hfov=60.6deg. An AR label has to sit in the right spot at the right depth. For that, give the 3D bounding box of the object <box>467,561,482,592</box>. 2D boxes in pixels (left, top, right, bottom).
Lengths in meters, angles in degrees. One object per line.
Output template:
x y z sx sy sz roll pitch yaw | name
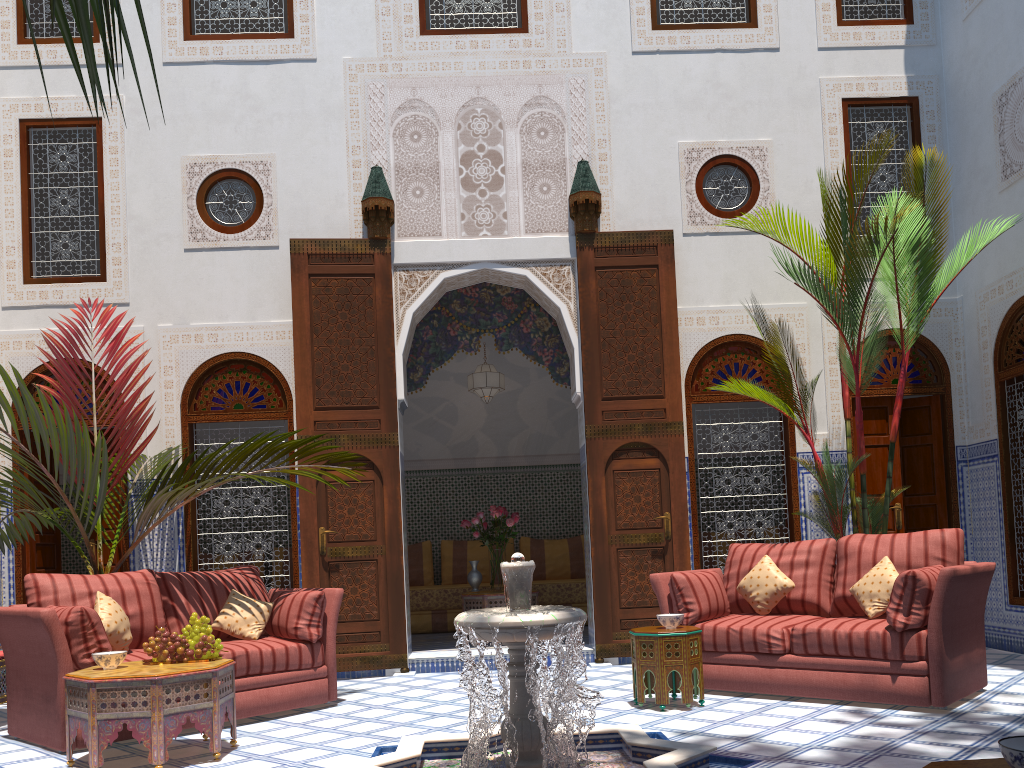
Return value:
-0.259 1.337 6.096 0.106 0.211 0.107 -3 -4 3 | object

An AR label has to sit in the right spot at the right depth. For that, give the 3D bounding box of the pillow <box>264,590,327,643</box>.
-1.031 1.097 4.153 0.400 0.241 0.188 -11 -10 43 | pillow

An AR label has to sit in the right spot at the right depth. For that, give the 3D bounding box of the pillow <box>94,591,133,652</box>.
-1.647 0.988 3.617 0.133 0.271 0.308 -2 -7 -2 | pillow

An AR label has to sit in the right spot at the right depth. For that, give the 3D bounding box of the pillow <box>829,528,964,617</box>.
1.700 0.853 3.887 0.565 0.398 0.306 -9 -8 39 | pillow

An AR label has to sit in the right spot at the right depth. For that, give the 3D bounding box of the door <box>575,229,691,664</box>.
0.712 0.355 5.107 0.583 2.499 0.124 -2 -2 -2 | door

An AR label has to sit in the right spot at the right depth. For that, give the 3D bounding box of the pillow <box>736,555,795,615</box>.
1.181 0.941 4.107 0.131 0.275 0.305 0 -7 -37 | pillow

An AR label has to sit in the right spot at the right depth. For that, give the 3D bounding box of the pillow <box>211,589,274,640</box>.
-1.258 1.077 4.094 0.266 0.234 0.148 -3 -5 -1 | pillow

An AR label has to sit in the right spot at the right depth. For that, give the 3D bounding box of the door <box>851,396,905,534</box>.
2.193 0.807 5.229 0.286 1.453 0.124 -2 -2 -2 | door

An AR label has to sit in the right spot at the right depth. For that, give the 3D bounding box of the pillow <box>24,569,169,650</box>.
-1.805 1.009 3.819 0.293 0.387 0.584 -7 -9 42 | pillow

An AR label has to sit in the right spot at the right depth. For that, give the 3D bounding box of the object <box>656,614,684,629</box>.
0.678 1.014 3.743 0.118 0.056 0.120 -4 -9 10 | object

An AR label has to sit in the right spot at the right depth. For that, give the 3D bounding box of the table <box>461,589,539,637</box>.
-0.079 1.610 6.113 0.537 0.320 0.546 -2 -9 -2 | table

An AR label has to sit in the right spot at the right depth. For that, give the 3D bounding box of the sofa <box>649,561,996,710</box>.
1.398 1.100 3.965 1.376 0.536 0.735 -12 -12 42 | sofa

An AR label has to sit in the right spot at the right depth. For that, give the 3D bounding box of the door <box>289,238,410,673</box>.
-0.930 0.412 5.022 0.582 2.499 0.124 -2 -2 -7 | door

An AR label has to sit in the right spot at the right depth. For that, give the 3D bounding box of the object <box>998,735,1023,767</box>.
0.725 0.515 1.183 0.118 0.056 0.120 -4 -9 10 | object

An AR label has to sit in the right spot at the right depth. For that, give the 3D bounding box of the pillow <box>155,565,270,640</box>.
-1.426 1.070 4.236 0.323 0.371 0.563 -8 -10 43 | pillow

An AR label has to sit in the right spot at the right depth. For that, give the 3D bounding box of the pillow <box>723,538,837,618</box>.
1.292 0.953 4.266 0.588 0.376 0.302 -10 -9 42 | pillow

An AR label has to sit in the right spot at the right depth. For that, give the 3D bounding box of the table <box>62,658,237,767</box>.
-1.291 1.180 3.157 0.537 0.320 0.546 -2 -9 -2 | table

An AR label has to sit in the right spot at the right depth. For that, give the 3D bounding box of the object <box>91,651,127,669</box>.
-1.448 0.996 3.153 0.119 0.056 0.119 -9 -11 35 | object

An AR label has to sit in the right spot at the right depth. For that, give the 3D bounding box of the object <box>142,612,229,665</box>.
-1.230 0.982 3.297 0.305 0.237 0.220 0 -7 -22 | object

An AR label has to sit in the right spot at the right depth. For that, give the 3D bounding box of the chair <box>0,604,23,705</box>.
-2.552 1.139 4.108 0.503 1.072 0.489 -2 -4 -2 | chair

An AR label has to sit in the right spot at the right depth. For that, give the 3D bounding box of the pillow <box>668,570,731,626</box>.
0.896 1.017 4.169 0.189 0.251 0.381 -8 -9 43 | pillow

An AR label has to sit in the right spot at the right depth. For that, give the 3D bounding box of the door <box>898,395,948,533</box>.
2.483 0.810 5.313 0.287 1.453 0.024 -4 -2 28 | door

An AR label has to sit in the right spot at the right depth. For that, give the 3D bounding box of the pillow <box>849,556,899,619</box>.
1.558 0.862 3.722 0.148 0.256 0.284 -2 -7 -3 | pillow

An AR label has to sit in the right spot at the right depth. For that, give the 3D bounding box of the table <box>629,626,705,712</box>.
0.659 1.202 3.725 0.292 0.321 0.290 -8 -8 42 | table

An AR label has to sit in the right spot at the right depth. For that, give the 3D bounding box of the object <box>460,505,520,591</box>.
-0.126 1.142 6.096 0.450 0.592 0.337 -5 -5 24 | object

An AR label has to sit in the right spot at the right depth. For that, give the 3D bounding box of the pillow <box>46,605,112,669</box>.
-1.706 0.988 3.416 0.384 0.251 0.188 -11 -9 44 | pillow

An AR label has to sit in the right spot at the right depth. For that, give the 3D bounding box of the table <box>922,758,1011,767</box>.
0.711 0.710 1.201 0.289 0.321 0.293 -2 -6 -2 | table

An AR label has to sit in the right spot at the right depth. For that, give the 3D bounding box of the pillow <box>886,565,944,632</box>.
1.631 0.850 3.495 0.189 0.241 0.398 -8 -10 43 | pillow

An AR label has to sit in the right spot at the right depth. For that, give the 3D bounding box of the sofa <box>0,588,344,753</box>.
-1.499 1.219 3.906 0.739 0.536 1.368 -10 -12 42 | sofa
